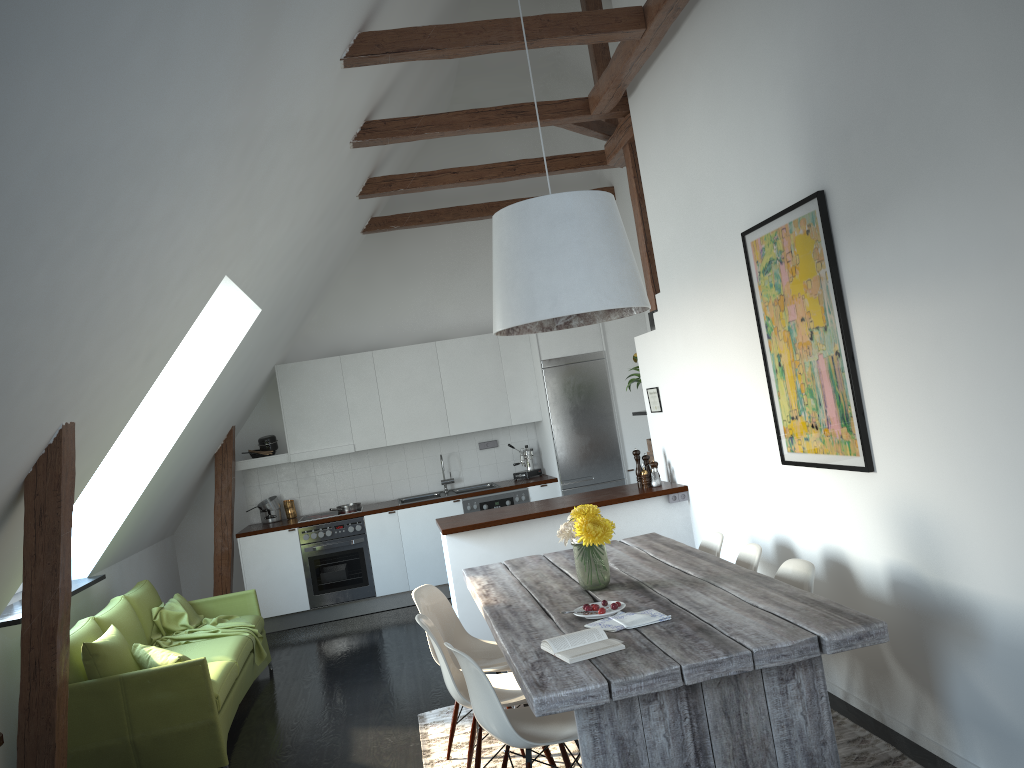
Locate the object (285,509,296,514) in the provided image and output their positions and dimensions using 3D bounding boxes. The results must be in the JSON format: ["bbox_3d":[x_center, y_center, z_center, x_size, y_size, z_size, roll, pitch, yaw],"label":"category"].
[{"bbox_3d":[-2.119,1.230,8.492,0.099,0.051,0.099,-9,-2,-23],"label":"object"}]

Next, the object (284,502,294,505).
[{"bbox_3d":[-2.136,1.154,8.490,0.100,0.036,0.100,-10,-2,20],"label":"object"}]

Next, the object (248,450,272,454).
[{"bbox_3d":[-2.363,0.638,8.306,0.331,0.077,0.061,-11,-2,40],"label":"object"}]

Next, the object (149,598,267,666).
[{"bbox_3d":[-2.086,1.709,6.138,0.722,0.493,0.711,-9,-2,-13],"label":"object"}]

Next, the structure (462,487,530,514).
[{"bbox_3d":[-0.132,1.373,8.368,0.612,0.725,0.582,-9,-2,-9],"label":"structure"}]

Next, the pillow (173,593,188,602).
[{"bbox_3d":[-2.332,1.637,6.232,0.210,0.275,0.462,-9,-2,-11],"label":"pillow"}]

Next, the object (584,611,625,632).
[{"bbox_3d":[0.383,0.866,3.236,0.182,0.014,0.185,-8,-2,-34],"label":"object"}]

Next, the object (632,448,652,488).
[{"bbox_3d":[0.936,0.592,6.333,0.123,0.283,0.061,-9,-2,-9],"label":"object"}]

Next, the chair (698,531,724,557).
[{"bbox_3d":[0.894,1.217,4.633,0.542,0.801,0.465,-9,-2,-8],"label":"chair"}]

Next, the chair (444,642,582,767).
[{"bbox_3d":[0.077,1.314,3.322,0.542,0.801,0.465,-9,-2,-23],"label":"chair"}]

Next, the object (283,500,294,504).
[{"bbox_3d":[-2.138,1.133,8.490,0.100,0.047,0.099,-9,-2,-13],"label":"object"}]

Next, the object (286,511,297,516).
[{"bbox_3d":[-2.114,1.246,8.491,0.100,0.048,0.099,-9,-2,10],"label":"object"}]

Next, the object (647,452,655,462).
[{"bbox_3d":[1.249,0.554,6.900,0.287,0.101,0.329,-9,-2,-14],"label":"object"}]

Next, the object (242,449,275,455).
[{"bbox_3d":[-2.417,0.658,8.380,0.357,0.075,0.244,-8,-2,-38],"label":"object"}]

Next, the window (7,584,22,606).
[{"bbox_3d":[0.001,-1.402,2.499,5.959,4.249,8.018,-9,-2,-9],"label":"window"}]

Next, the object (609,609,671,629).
[{"bbox_3d":[0.467,0.851,3.233,0.182,0.016,0.179,-9,-2,-14],"label":"object"}]

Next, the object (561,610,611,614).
[{"bbox_3d":[0.283,0.872,3.398,0.194,0.022,0.019,-9,-2,7],"label":"object"}]

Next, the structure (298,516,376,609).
[{"bbox_3d":[-1.604,1.612,8.231,0.583,0.725,0.749,-9,-2,-9],"label":"structure"}]

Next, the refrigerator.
[{"bbox_3d":[0.715,0.656,8.262,0.609,1.868,0.031,-9,-2,-9],"label":"refrigerator"}]

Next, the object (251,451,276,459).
[{"bbox_3d":[-2.338,0.659,8.353,0.243,0.056,0.350,-9,-2,-20],"label":"object"}]

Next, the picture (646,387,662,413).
[{"bbox_3d":[1.029,0.116,6.395,0.023,0.182,0.250,-9,-2,-9],"label":"picture"}]

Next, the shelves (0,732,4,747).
[{"bbox_3d":[-1.975,1.672,2.928,0.438,0.732,0.803,-9,-2,-12],"label":"shelves"}]

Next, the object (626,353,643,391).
[{"bbox_3d":[1.125,-0.050,6.973,0.493,0.486,0.506,-10,-2,11],"label":"object"}]

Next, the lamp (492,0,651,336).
[{"bbox_3d":[0.055,-1.660,3.939,0.697,2.813,0.757,-11,-2,41],"label":"lamp"}]

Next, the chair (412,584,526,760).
[{"bbox_3d":[-0.163,1.382,4.395,0.542,0.801,0.465,-10,-2,17],"label":"chair"}]

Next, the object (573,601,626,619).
[{"bbox_3d":[0.337,0.874,3.412,0.205,0.024,0.205,-9,-2,-17],"label":"object"}]

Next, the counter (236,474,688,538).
[{"bbox_3d":[-0.673,1.041,7.260,3.365,0.038,3.085,-9,-2,-9],"label":"counter"}]

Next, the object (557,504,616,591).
[{"bbox_3d":[0.342,0.712,3.892,0.233,0.365,0.293,-8,-2,-38],"label":"object"}]

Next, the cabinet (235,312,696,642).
[{"bbox_3d":[-0.300,0.699,7.356,4.208,2.369,3.033,-9,-2,-8],"label":"cabinet"}]

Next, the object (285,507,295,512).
[{"bbox_3d":[-2.125,1.210,8.494,0.099,0.043,0.100,-9,-2,-21],"label":"object"}]

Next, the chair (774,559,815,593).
[{"bbox_3d":[1.025,1.169,3.634,0.542,0.801,0.465,-9,-2,-13],"label":"chair"}]

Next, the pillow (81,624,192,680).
[{"bbox_3d":[-1.934,1.471,4.754,0.600,0.387,0.475,-9,-2,-11],"label":"pillow"}]

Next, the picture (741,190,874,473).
[{"bbox_3d":[1.320,-0.200,4.054,0.036,1.181,0.808,-9,-2,-9],"label":"picture"}]

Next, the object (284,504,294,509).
[{"bbox_3d":[-2.133,1.170,8.490,0.100,0.036,0.100,-8,-2,-42],"label":"object"}]

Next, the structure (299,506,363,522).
[{"bbox_3d":[-1.669,1.226,8.227,0.574,0.041,0.504,-9,-2,-9],"label":"structure"}]

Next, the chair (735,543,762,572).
[{"bbox_3d":[0.960,1.194,4.165,0.542,0.801,0.465,-9,-2,-3],"label":"chair"}]

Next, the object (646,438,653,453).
[{"bbox_3d":[1.234,0.454,6.913,0.329,0.101,0.287,-9,-2,1],"label":"object"}]

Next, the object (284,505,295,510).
[{"bbox_3d":[-2.130,1.188,8.493,0.099,0.057,0.101,-9,-2,3],"label":"object"}]

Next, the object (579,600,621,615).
[{"bbox_3d":[0.347,0.861,3.424,0.132,0.034,0.144,-8,-2,-37],"label":"object"}]

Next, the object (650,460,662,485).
[{"bbox_3d":[1.017,0.628,6.286,0.058,0.184,0.058,-9,-2,-12],"label":"object"}]

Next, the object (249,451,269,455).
[{"bbox_3d":[-2.372,0.646,8.295,0.065,0.065,0.332,-8,-2,-41],"label":"object"}]

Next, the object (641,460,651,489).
[{"bbox_3d":[0.944,0.634,6.248,0.080,0.192,0.058,-9,-2,-25],"label":"object"}]

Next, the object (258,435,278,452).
[{"bbox_3d":[-2.317,0.571,8.424,0.200,0.166,0.190,-11,-2,44],"label":"object"}]

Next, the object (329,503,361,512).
[{"bbox_3d":[-1.586,1.164,8.325,0.351,0.061,0.232,-8,-2,-35],"label":"object"}]

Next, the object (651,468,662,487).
[{"bbox_3d":[1.003,0.653,6.212,0.069,0.135,0.069,-8,-2,-34],"label":"object"}]

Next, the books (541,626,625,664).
[{"bbox_3d":[0.233,0.871,2.987,0.202,0.042,0.251,-9,-2,-20],"label":"books"}]

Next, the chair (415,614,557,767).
[{"bbox_3d":[-0.085,1.354,3.823,0.542,0.801,0.465,-9,-2,-8],"label":"chair"}]

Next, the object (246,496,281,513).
[{"bbox_3d":[-2.367,1.168,8.386,0.371,0.169,0.203,-8,-2,-36],"label":"object"}]

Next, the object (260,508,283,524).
[{"bbox_3d":[-2.256,1.229,8.368,0.200,0.154,0.348,-8,-2,-29],"label":"object"}]

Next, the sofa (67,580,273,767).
[{"bbox_3d":[-2.111,1.717,5.493,0.898,0.825,2.093,-9,-2,-10],"label":"sofa"}]

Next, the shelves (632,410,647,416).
[{"bbox_3d":[1.348,0.438,6.886,0.660,0.553,0.408,-9,-2,-9],"label":"shelves"}]

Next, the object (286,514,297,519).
[{"bbox_3d":[-2.109,1.268,8.491,0.100,0.036,0.100,-9,-2,-12],"label":"object"}]

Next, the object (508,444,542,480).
[{"bbox_3d":[0.102,0.748,8.721,0.206,0.370,0.353,-10,-2,38],"label":"object"}]

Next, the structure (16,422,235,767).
[{"bbox_3d":[-1.998,1.040,1.933,1.023,1.963,12.350,-9,-2,-8],"label":"structure"}]

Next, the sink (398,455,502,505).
[{"bbox_3d":[-0.626,0.935,8.465,0.963,0.519,0.671,-9,-2,-9],"label":"sink"}]

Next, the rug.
[{"bbox_3d":[0.583,1.643,3.810,1.898,0.022,2.677,-9,-2,-9],"label":"rug"}]

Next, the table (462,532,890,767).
[{"bbox_3d":[0.506,1.265,3.837,1.141,0.788,2.421,-9,-2,-9],"label":"table"}]

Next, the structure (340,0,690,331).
[{"bbox_3d":[2.749,-2.584,1.103,10.230,3.562,15.910,-9,-2,-3],"label":"structure"}]

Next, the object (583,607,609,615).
[{"bbox_3d":[0.321,0.873,3.408,0.110,0.011,0.058,-9,-2,-5],"label":"object"}]
